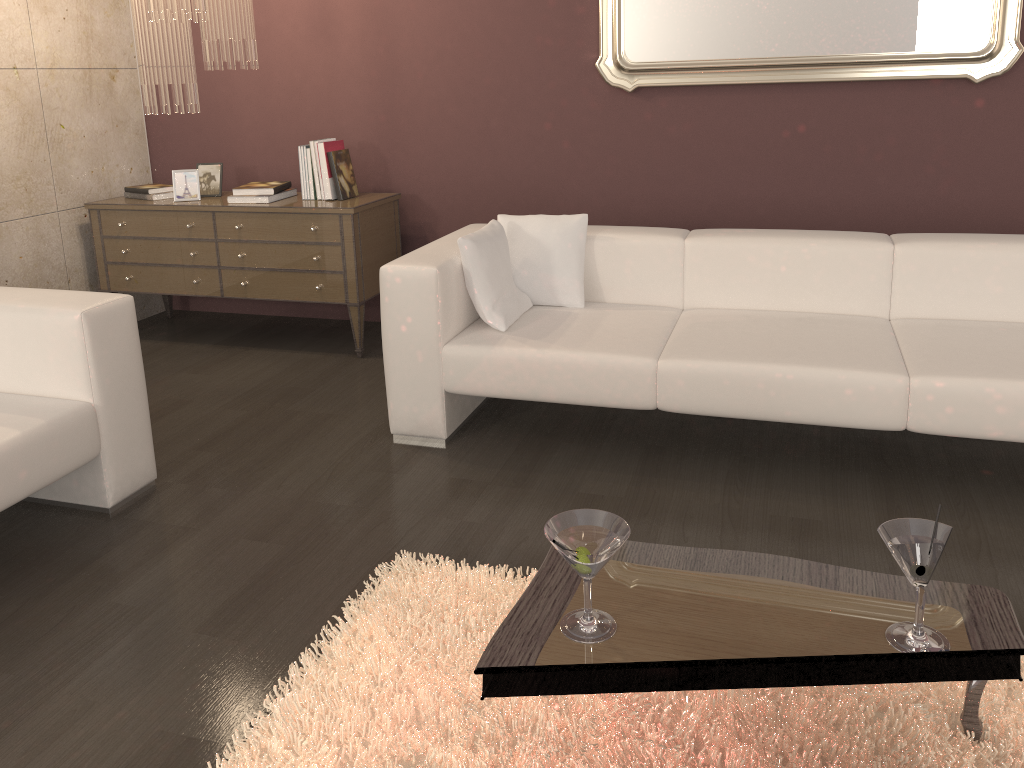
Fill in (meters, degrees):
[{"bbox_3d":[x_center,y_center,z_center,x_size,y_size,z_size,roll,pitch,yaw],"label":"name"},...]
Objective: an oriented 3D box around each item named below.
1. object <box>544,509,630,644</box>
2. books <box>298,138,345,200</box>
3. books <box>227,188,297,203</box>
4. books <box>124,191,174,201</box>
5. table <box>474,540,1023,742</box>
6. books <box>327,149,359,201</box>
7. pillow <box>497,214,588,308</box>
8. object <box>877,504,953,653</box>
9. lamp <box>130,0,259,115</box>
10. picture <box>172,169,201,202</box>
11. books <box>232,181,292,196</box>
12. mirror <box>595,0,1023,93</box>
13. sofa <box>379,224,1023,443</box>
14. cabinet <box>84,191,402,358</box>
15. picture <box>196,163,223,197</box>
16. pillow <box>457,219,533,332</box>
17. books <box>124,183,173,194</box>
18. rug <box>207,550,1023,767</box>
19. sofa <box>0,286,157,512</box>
[{"bbox_3d":[0.134,0.333,1.562,0.151,0.211,0.156,1,16,10],"label":"object"},{"bbox_3d":[-0.928,-1.063,4.353,0.178,0.281,0.210,3,16,18],"label":"books"},{"bbox_3d":[-1.248,-0.945,4.417,0.225,0.034,0.317,3,20,12],"label":"books"},{"bbox_3d":[-1.880,-1.003,4.646,0.278,0.031,0.205,13,24,36],"label":"books"},{"bbox_3d":[0.389,0.640,1.425,0.915,0.294,0.932,4,19,16],"label":"table"},{"bbox_3d":[-0.830,-1.030,4.324,0.068,0.231,0.177,3,16,18],"label":"books"},{"bbox_3d":[0.114,-0.498,3.537,0.377,0.352,0.174,3,15,16],"label":"pillow"},{"bbox_3d":[0.695,0.339,1.493,0.151,0.211,0.155,-4,15,-6],"label":"object"},{"bbox_3d":[-1.332,-2.503,3.454,0.489,2.758,0.492,-11,16,-34],"label":"lamp"},{"bbox_3d":[-1.640,-1.000,4.435,0.128,0.152,0.052,-5,14,-11],"label":"picture"},{"bbox_3d":[-1.254,-0.984,4.426,0.211,0.033,0.298,-1,19,3],"label":"books"},{"bbox_3d":[1.230,-1.694,3.797,1.786,0.802,0.048,4,15,18],"label":"mirror"},{"bbox_3d":[0.970,-0.170,3.172,2.787,0.633,0.971,4,18,18],"label":"sofa"},{"bbox_3d":[-1.361,-0.597,4.554,1.530,0.710,0.546,4,17,18],"label":"cabinet"},{"bbox_3d":[-1.580,-1.064,4.590,0.140,0.167,0.080,-1,14,3],"label":"picture"},{"bbox_3d":[-0.063,-0.415,3.319,0.186,0.348,0.387,2,17,16],"label":"pillow"},{"bbox_3d":[-1.893,-1.024,4.622,0.235,0.027,0.173,13,24,36],"label":"books"},{"bbox_3d":[0.374,0.782,1.448,2.001,0.065,1.554,4,20,17],"label":"rug"},{"bbox_3d":[-1.918,0.298,2.098,0.945,0.632,2.086,4,19,17],"label":"sofa"}]
